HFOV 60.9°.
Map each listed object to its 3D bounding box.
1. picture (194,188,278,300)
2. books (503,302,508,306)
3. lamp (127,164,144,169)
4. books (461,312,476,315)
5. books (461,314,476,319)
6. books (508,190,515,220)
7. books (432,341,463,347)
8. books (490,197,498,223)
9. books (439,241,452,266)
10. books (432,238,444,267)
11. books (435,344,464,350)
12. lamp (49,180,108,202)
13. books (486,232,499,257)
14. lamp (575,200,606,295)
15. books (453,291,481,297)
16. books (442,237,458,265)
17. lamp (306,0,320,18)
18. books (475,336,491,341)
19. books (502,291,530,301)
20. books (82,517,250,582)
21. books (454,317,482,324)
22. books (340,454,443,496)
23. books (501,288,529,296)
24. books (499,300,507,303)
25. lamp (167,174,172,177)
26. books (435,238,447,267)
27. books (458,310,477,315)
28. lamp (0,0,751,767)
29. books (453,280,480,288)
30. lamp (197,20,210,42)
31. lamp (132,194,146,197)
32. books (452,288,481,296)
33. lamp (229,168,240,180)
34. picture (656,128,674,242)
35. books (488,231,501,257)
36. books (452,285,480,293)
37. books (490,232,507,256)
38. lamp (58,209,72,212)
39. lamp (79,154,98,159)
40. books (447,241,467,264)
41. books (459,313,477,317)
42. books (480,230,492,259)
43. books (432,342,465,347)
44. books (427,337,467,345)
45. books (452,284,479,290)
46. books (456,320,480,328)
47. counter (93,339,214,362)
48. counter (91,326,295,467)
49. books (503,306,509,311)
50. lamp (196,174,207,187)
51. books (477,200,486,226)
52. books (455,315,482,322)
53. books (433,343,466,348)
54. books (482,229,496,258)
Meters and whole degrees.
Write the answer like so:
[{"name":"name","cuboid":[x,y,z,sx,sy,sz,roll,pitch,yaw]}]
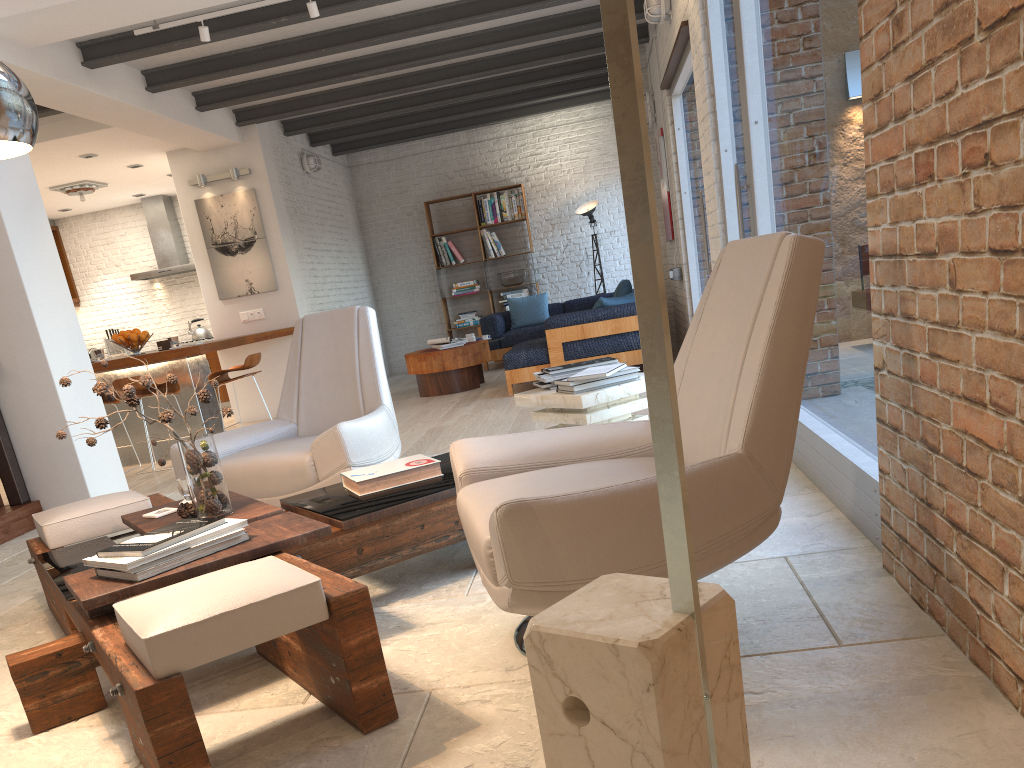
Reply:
[{"name":"picture","cuboid":[-2.865,-1.442,9.070,0.657,1.055,0.019,-8,16,8]},{"name":"books","cuboid":[0.043,-1.124,11.981,0.327,0.058,0.245,-9,7,3]},{"name":"lamp","cuboid":[-4.016,-2.337,9.280,0.124,0.057,0.119,-9,8,7]},{"name":"books","cuboid":[-0.608,-0.982,12.127,0.243,0.009,0.150,-9,7,8]},{"name":"books","cuboid":[-0.603,-0.942,12.138,0.206,0.035,0.127,-9,7,8]},{"name":"books","cuboid":[0.002,-2.380,11.632,0.036,0.398,0.233,-7,14,7]},{"name":"books","cuboid":[-0.672,-0.420,9.106,0.249,0.011,0.311,-12,7,-18]},{"name":"books","cuboid":[-0.224,-2.317,11.683,0.056,0.342,0.243,-7,13,7]},{"name":"books","cuboid":[-0.895,-1.783,11.926,0.103,0.347,0.243,-7,13,7]},{"name":"books","cuboid":[-0.989,-1.791,11.906,0.092,0.399,0.233,-7,14,7]},{"name":"books","cuboid":[-0.656,-0.391,9.124,0.250,0.011,0.310,-11,7,-13]},{"name":"lamp","cuboid":[-4.872,-2.152,9.854,0.452,0.177,0.432,-9,8,8]},{"name":"books","cuboid":[-0.247,-1.887,11.805,0.125,0.362,0.260,-8,13,7]},{"name":"lamp","cuboid":[1.270,-1.474,11.419,0.499,1.917,0.844,-15,15,-20]},{"name":"books","cuboid":[-0.614,-1.246,12.029,0.357,0.021,0.261,-9,7,8]},{"name":"books","cuboid":[-0.848,-1.811,11.882,0.122,0.396,0.233,-7,14,7]},{"name":"lamp","cuboid":[-1.237,-2.334,5.412,0.061,0.134,0.082,-7,13,9]},{"name":"books","cuboid":[-0.383,-0.533,10.236,0.226,0.024,0.161,-14,8,-34]},{"name":"books","cuboid":[0.058,-1.212,11.983,0.380,0.067,0.235,-10,7,2]},{"name":"books","cuboid":[-0.982,0.466,2.515,0.250,0.077,0.387,-4,9,40]},{"name":"books","cuboid":[-0.609,-0.885,12.143,0.381,0.038,0.235,-9,7,8]},{"name":"books","cuboid":[-0.456,0.340,3.287,0.322,0.058,0.250,-13,8,-22]},{"name":"books","cuboid":[0.044,-1.261,11.965,0.381,0.038,0.235,-9,7,8]},{"name":"books","cuboid":[0.054,-1.166,11.980,0.446,0.021,0.261,-9,7,8]},{"name":"lamp","cuboid":[-3.929,-2.450,10.126,0.124,0.057,0.119,-9,8,7]},{"name":"books","cuboid":[-0.952,-1.798,11.908,0.092,0.399,0.233,-7,14,7]},{"name":"books","cuboid":[-0.609,-0.993,12.110,0.253,0.018,0.156,-9,7,8]},{"name":"lamp","cuboid":[-0.628,-0.278,1.645,2.023,2.441,0.307,1,19,42]},{"name":"books","cuboid":[-0.628,-1.379,11.995,0.328,0.058,0.245,-9,7,10]},{"name":"lamp","cuboid":[-1.946,-2.223,5.511,0.058,0.134,0.084,-15,14,-22]},{"name":"lamp","cuboid":[-4.756,-2.420,11.101,0.124,0.057,0.119,-9,8,7]},{"name":"books","cuboid":[-0.629,-1.272,12.016,0.380,0.038,0.235,-9,7,3]},{"name":"lamp","cuboid":[-2.804,-2.122,8.803,0.080,0.108,0.076,-1,15,35]},{"name":"picture","cuboid":[1.441,-1.850,8.233,0.019,0.997,0.711,-7,13,7]},{"name":"books","cuboid":[-0.225,-1.891,11.811,0.125,0.362,0.260,-8,13,7]},{"name":"books","cuboid":[-0.625,-1.309,11.998,0.380,0.038,0.235,-10,7,2]},{"name":"books","cuboid":[-0.178,-1.888,11.793,0.159,0.342,0.243,-8,13,7]},{"name":"lamp","cuboid":[-5.773,-2.261,11.247,0.124,0.057,0.119,-9,8,7]},{"name":"lamp","cuboid":[-4.102,-2.223,8.434,0.124,0.057,0.119,-9,8,7]},{"name":"books","cuboid":[-0.750,-1.797,11.900,0.195,0.331,0.243,-8,13,7]},{"name":"books","cuboid":[-0.612,-0.968,12.138,0.236,0.019,0.165,-10,7,1]},{"name":"books","cuboid":[-0.338,-1.892,11.826,0.102,0.399,0.233,-7,14,7]},{"name":"books","cuboid":[-0.669,-0.411,9.117,0.248,0.011,0.312,-13,7,-23]},{"name":"books","cuboid":[-0.678,-0.442,9.179,0.322,0.113,0.263,-3,10,40]},{"name":"books","cuboid":[-0.629,-1.340,12.009,0.357,0.021,0.262,-9,7,6]},{"name":"books","cuboid":[-0.582,-0.841,12.145,0.328,0.058,0.244,-8,7,17]},{"name":"counter","cuboid":[-4.785,-0.308,10.674,3.534,0.073,3.204,-9,7,8]},{"name":"counter","cuboid":[-3.108,0.120,8.338,1.692,0.955,2.399,-9,8,7]},{"name":"books","cuboid":[0.081,-1.069,12.005,0.378,0.067,0.236,-10,7,-5]},{"name":"lamp","cuboid":[-3.153,-2.067,8.853,0.080,0.108,0.076,-1,15,35]},{"name":"books","cuboid":[-0.392,-2.291,11.707,0.056,0.342,0.243,-7,13,7]},{"name":"books","cuboid":[-0.599,-0.914,12.123,0.380,0.019,0.235,-10,7,1]},{"name":"books","cuboid":[-0.659,-0.404,9.137,0.248,0.011,0.312,-13,7,-23]},{"name":"books","cuboid":[-0.303,-1.894,11.798,0.104,0.398,0.233,-7,14,7]}]
